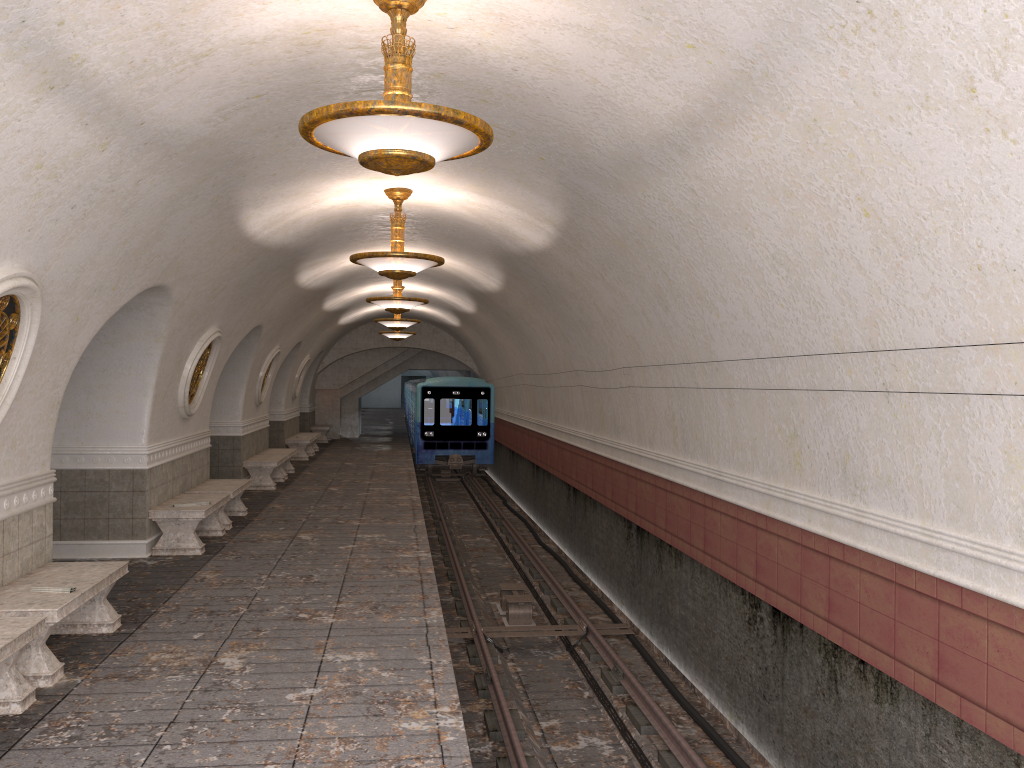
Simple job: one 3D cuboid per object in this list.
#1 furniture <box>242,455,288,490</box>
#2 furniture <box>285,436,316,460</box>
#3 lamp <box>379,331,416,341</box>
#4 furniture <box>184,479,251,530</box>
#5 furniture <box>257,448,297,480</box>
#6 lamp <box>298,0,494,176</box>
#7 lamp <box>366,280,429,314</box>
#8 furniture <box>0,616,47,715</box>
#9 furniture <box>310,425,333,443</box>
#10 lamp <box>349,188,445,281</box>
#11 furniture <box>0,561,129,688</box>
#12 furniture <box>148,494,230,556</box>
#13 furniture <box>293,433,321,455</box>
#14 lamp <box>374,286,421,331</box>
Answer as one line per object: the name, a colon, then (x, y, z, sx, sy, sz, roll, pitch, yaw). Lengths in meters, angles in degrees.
furniture: (-4.605, 1.642, 16.588, 0.613, 0.508, 1.509, 1, 0, -7)
furniture: (-5.368, 1.625, 22.501, 0.613, 0.508, 1.509, 1, 0, -7)
lamp: (-3.075, -1.623, 23.834, 1.008, 0.955, 1.008, 1, 0, 39)
furniture: (-4.049, 1.655, 12.284, 0.613, 0.508, 1.509, 1, 0, -7)
furniture: (-4.820, 1.638, 18.255, 0.613, 0.508, 1.509, 1, 0, -7)
lamp: (-0.597, -1.566, 4.643, 1.008, 0.955, 1.008, 1, 0, -23)
lamp: (-1.838, -1.595, 14.255, 1.008, 0.955, 1.008, 1, 0, 9)
furniture: (-3.064, 1.678, 4.657, 0.613, 0.508, 1.509, 1, 0, -7)
furniture: (-6.175, 1.607, 28.752, 0.613, 0.508, 1.509, 1, 0, -7)
lamp: (-1.220, -1.581, 9.465, 1.008, 0.955, 1.008, 1, 0, -23)
furniture: (-3.280, 1.673, 6.325, 0.613, 0.508, 1.509, 1, 0, -7)
furniture: (-3.834, 1.660, 10.616, 0.613, 0.508, 1.509, 1, 0, -7)
furniture: (-5.584, 1.620, 24.169, 0.613, 0.508, 1.509, 1, 0, -7)
lamp: (-2.456, -1.609, 19.044, 1.008, 0.955, 1.008, 1, 0, 9)
